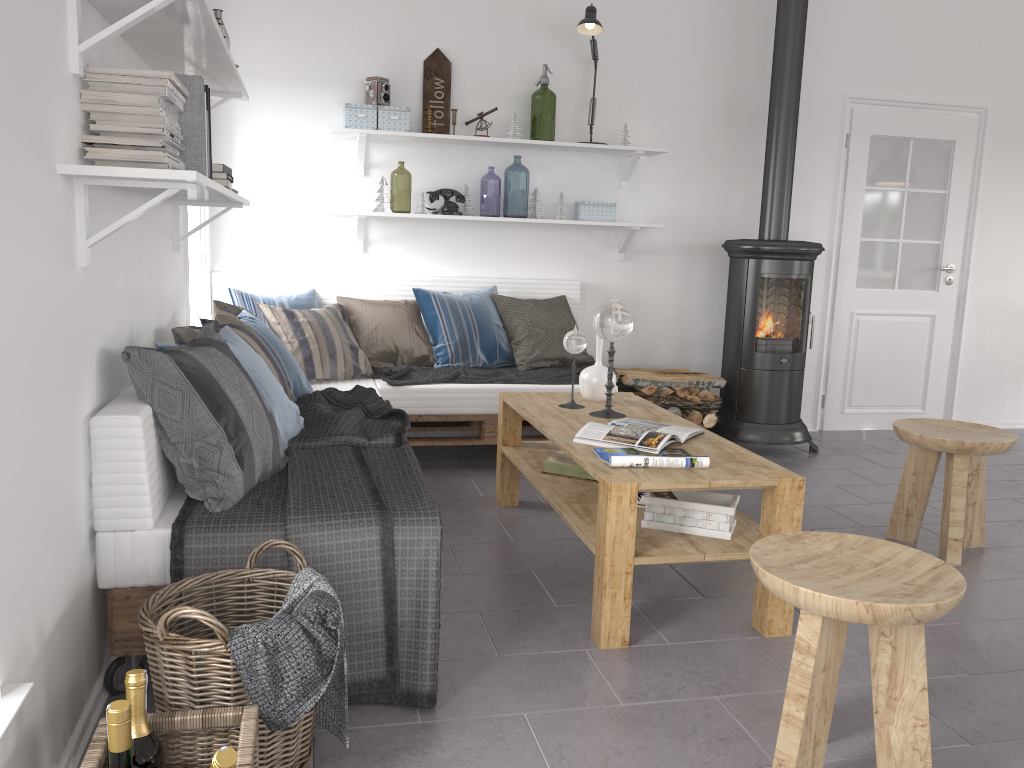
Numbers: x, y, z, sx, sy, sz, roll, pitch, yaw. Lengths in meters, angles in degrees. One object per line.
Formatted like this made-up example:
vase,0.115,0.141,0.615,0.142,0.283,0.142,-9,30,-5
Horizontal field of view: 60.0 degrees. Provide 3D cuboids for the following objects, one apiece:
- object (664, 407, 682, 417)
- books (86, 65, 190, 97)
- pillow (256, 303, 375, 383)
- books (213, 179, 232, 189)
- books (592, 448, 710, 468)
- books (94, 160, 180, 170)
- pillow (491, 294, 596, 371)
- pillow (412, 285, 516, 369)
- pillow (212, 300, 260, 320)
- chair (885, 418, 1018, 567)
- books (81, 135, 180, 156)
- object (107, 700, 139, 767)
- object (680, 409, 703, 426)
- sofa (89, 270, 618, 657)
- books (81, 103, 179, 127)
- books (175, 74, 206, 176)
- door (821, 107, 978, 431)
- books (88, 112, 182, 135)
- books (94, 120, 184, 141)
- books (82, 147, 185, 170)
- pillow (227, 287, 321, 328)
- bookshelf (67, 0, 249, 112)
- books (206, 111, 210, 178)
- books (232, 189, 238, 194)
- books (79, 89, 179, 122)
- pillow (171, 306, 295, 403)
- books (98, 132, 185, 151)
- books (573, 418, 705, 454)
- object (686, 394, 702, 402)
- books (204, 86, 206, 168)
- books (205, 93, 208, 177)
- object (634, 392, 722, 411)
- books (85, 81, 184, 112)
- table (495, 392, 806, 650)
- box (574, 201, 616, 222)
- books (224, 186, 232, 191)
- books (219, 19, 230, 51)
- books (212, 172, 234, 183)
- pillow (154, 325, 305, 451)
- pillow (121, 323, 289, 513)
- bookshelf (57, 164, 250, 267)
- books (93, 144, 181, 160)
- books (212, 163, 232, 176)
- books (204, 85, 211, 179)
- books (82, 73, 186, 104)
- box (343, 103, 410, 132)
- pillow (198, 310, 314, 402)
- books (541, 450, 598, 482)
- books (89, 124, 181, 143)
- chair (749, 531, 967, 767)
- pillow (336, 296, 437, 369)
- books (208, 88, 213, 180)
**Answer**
object,0.810,0.137,5.009,0.110,0.109,0.463,0,10,-15
books,-0.886,-0.722,2.122,0.182,0.016,0.288,0,9,-13
pillow,-0.951,-0.197,4.362,0.516,0.392,0.358,-7,13,-43
books,-1.095,-0.709,3.131,0.191,0.023,0.242,0,10,-15
books,0.420,0.214,2.714,0.300,0.043,0.229,1,9,-9
books,-0.896,-0.522,2.155,0.159,0.012,0.285,0,9,-13
pillow,0.181,-0.279,4.799,0.519,0.395,0.334,-4,11,-35
pillow,-0.231,-0.299,4.684,0.526,0.428,0.311,-4,11,-34
pillow,-1.191,-0.180,4.042,0.334,0.438,0.545,1,9,-8
chair,1.689,0.410,3.447,0.431,0.479,0.431,-1,10,-17
books,-0.918,-0.573,2.140,0.182,0.016,0.288,0,9,-13
object,-0.630,0.695,1.435,0.095,0.377,0.095,6,10,22
object,0.910,0.147,5.034,0.102,0.102,0.561,0,9,-14
sofa,-0.307,0.085,3.640,2.017,0.932,2.855,0,9,-13
books,-0.919,-0.645,2.138,0.182,0.016,0.288,0,9,-13
books,-0.909,-0.667,2.313,0.200,0.271,0.050,0,9,-13
door,2.451,-0.685,5.630,0.902,2.013,0.101,0,9,-13
books,-0.908,-0.630,2.153,0.167,0.017,0.263,0,9,-13
books,-0.898,-0.614,2.150,0.161,0.012,0.254,0,9,-13
books,-0.903,-0.540,2.139,0.176,0.025,0.331,0,9,-13
pillow,-1.164,-0.276,4.555,0.534,0.437,0.287,-6,12,-40
bookshelf,-0.982,-0.894,2.648,0.269,0.212,1.820,0,9,-13
books,-0.909,-0.652,2.441,0.141,0.203,0.044,0,9,-13
books,-1.168,-0.745,3.399,0.202,0.012,0.251,0,9,-12
books,-0.916,-0.665,2.131,0.180,0.028,0.296,0,9,-13
pillow,-0.992,-0.043,3.223,0.316,0.438,0.546,2,9,-1
books,-0.899,-0.591,2.165,0.161,0.013,0.256,0,9,-13
books,0.440,0.159,3.018,0.300,0.049,0.422,8,11,31
object,0.927,0.031,4.973,0.059,0.048,0.529,0,9,-13
books,-0.918,-0.667,2.361,0.193,0.257,0.046,0,9,-13
books,-0.929,-0.664,2.385,0.205,0.243,0.019,0,9,-13
object,0.893,0.095,4.824,0.480,0.104,0.126,0,9,-11
books,-0.900,-0.689,2.132,0.174,0.021,0.273,0,9,-13
table,0.391,0.393,3.236,0.607,0.485,1.457,0,9,-13
box,0.467,-0.966,4.990,0.202,0.110,0.137,0,9,-13
books,-1.105,-0.683,3.142,0.191,0.032,0.258,0,9,-11
books,-1.125,-1.268,3.215,0.176,0.053,0.290,0,9,-13
books,-1.105,-0.733,3.134,0.212,0.023,0.258,0,9,-13
pillow,-0.879,0.040,2.867,0.331,0.401,0.525,3,9,6
pillow,-0.821,0.083,2.419,0.301,0.444,0.534,3,9,3
bookshelf,-0.997,-0.490,2.714,0.269,0.212,1.820,0,9,-13
books,-0.908,-0.562,2.162,0.161,0.013,0.254,0,9,-13
books,-1.099,-0.756,3.122,0.190,0.028,0.239,0,9,-11
books,-0.944,-0.693,2.462,0.200,0.274,0.038,0,9,-13
books,-0.898,-0.707,2.127,0.182,0.016,0.288,0,9,-13
box,-0.718,-1.386,4.676,0.332,0.131,0.242,0,9,-13
pillow,-1.033,-0.083,3.666,0.341,0.408,0.523,3,9,3
books,0.346,0.285,3.476,0.301,0.079,0.445,7,10,27
books,-0.902,-0.600,2.140,0.159,0.012,0.285,0,9,-13
chair,0.721,0.620,1.930,0.431,0.479,0.431,0,10,-15
pillow,-0.633,-0.248,4.611,0.521,0.381,0.366,-1,10,-17
books,-0.958,-0.700,2.501,0.210,0.274,0.048,0,9,-13
